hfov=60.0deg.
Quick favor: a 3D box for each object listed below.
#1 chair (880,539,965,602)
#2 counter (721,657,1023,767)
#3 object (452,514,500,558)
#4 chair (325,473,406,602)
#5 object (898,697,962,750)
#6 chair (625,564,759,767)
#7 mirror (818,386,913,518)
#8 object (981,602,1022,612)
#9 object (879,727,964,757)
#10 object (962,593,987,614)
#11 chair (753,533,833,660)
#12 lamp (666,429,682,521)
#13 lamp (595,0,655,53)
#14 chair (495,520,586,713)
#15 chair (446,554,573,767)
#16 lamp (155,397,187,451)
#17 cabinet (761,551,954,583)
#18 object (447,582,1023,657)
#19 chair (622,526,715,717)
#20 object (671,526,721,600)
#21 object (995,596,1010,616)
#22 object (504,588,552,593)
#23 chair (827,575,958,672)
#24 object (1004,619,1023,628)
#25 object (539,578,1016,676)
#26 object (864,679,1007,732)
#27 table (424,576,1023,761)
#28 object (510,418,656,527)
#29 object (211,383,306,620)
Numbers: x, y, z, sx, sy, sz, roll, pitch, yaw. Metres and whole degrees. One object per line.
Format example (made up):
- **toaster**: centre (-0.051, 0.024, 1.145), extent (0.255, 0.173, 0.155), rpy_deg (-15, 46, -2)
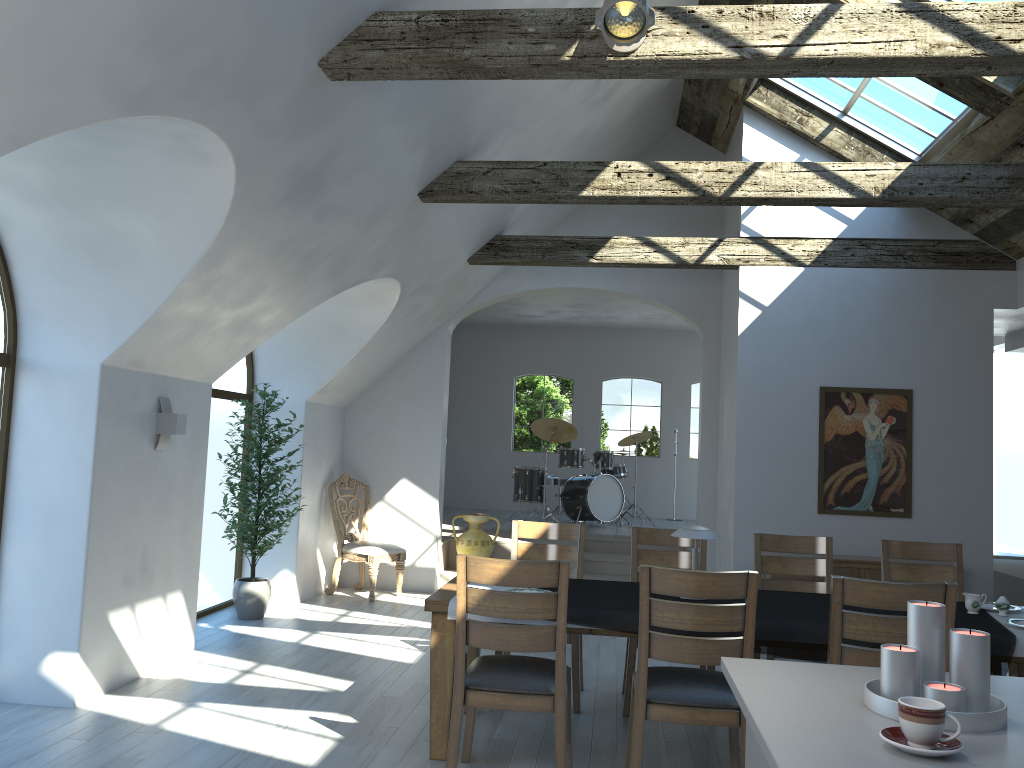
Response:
- **chair**: centre (2.401, 1.425, 5.032), extent (0.514, 1.006, 0.605), rpy_deg (2, -4, 7)
- **counter**: centre (1.029, 1.192, 1.929), extent (1.029, 0.879, 1.029), rpy_deg (2, -4, 7)
- **object**: centre (-0.391, 1.677, 9.330), extent (0.402, 0.605, 0.396), rpy_deg (6, -5, -36)
- **chair**: centre (-1.409, 1.461, 8.581), extent (0.655, 1.159, 0.552), rpy_deg (0, -5, 32)
- **object**: centre (0.820, 0.677, 1.759), extent (0.088, 0.084, 0.105), rpy_deg (4, -5, -24)
- **chair**: centre (0.752, 1.256, 3.751), extent (0.514, 1.006, 0.605), rpy_deg (2, -4, 7)
- **mirror**: centre (2.894, 0.555, 7.267), extent (0.736, 1.047, 0.009), rpy_deg (2, -4, 7)
- **object**: centre (2.449, 1.137, 4.512), extent (0.250, 0.017, 0.253), rpy_deg (2, -4, 7)
- **object**: centre (0.813, 0.717, 1.764), extent (0.153, 0.024, 0.153), rpy_deg (3, -4, -7)
- **object**: centre (2.269, 1.077, 4.357), extent (0.100, 0.098, 0.071), rpy_deg (4, -5, -24)
- **chair**: centre (1.662, 1.400, 5.120), extent (0.514, 1.006, 0.605), rpy_deg (2, -4, 7)
- **lamp**: centre (2.478, 1.369, 13.470), extent (0.232, 1.383, 0.238), rpy_deg (2, -4, 7)
- **lamp**: centre (0.454, -1.489, 3.556), extent (0.233, 0.311, 0.354), rpy_deg (2, -4, 7)
- **chair**: centre (0.183, 1.349, 5.297), extent (0.514, 1.006, 0.605), rpy_deg (2, -4, 7)
- **chair**: centre (0.013, 1.231, 3.839), extent (0.514, 1.006, 0.605), rpy_deg (2, -4, 7)
- **lamp**: centre (-2.085, 0.247, 5.430), extent (0.127, 0.325, 0.127), rpy_deg (2, -4, 7)
- **cabinet**: centre (2.726, 1.736, 7.018), extent (1.481, 0.714, 0.383), rpy_deg (2, -4, 7)
- **object**: centre (1.193, 1.123, 4.392), extent (2.872, 0.077, 1.050), rpy_deg (2, -4, 7)
- **chair**: centre (0.922, 1.375, 5.209), extent (0.514, 1.006, 0.605), rpy_deg (2, -4, 7)
- **object**: centre (0.916, 0.891, 4.436), extent (0.251, 0.362, 0.251), rpy_deg (0, -5, 30)
- **object**: centre (2.397, 1.083, 4.332), extent (0.064, 0.092, 0.064), rpy_deg (4, -5, -16)
- **object**: centre (0.083, 1.019, 4.301), extent (0.250, 0.017, 0.253), rpy_deg (2, -4, 7)
- **chair**: centre (1.492, 1.281, 3.662), extent (0.514, 1.006, 0.605), rpy_deg (2, -4, 7)
- **object**: centre (2.369, 1.095, 4.012), extent (0.250, 0.017, 0.253), rpy_deg (2, -4, 7)
- **object**: centre (1.194, 1.196, 4.388), extent (2.456, 0.227, 1.073), rpy_deg (2, -4, 7)
- **object**: centre (0.975, 0.737, 2.050), extent (0.297, 0.040, 0.297), rpy_deg (6, -6, -43)
- **table**: centre (1.160, 1.455, 4.364), extent (3.078, 0.737, 0.939), rpy_deg (2, -4, 7)
- **object**: centre (0.843, 1.197, 12.072), extent (2.354, 1.383, 1.465), rpy_deg (6, -6, -39)
- **object**: centre (-2.069, 0.943, 7.268), extent (0.718, 1.920, 0.737), rpy_deg (0, -5, 26)
